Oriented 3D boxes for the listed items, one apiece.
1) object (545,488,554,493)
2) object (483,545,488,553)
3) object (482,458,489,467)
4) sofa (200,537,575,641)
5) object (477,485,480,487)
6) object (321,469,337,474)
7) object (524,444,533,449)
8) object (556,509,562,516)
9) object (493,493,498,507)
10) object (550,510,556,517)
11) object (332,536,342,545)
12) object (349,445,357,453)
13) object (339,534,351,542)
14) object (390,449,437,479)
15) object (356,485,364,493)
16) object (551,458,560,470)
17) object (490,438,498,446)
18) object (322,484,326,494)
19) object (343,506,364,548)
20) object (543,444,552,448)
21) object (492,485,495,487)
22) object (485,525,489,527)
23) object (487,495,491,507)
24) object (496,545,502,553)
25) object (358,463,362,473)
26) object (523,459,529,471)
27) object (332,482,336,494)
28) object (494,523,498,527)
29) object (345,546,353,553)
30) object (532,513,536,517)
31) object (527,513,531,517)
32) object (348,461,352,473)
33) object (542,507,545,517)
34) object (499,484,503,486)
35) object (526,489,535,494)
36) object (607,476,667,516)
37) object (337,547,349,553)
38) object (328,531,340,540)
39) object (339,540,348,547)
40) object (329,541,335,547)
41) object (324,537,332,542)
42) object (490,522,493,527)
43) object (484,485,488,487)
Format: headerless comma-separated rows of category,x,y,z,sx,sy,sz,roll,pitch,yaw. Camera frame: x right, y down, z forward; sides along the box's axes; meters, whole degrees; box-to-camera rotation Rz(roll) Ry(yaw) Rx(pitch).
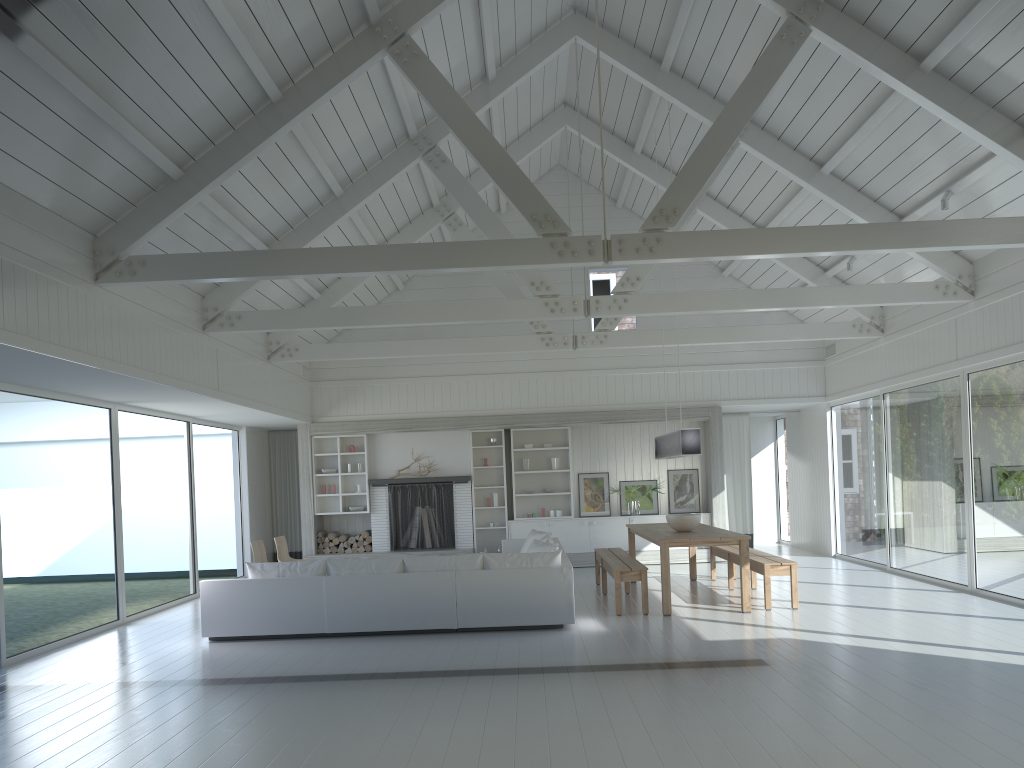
object,0.604,1.714,14.165,0.141,0.066,0.142,-2,-5,1
object,-0.426,2.640,14.047,0.137,0.130,0.137,-5,-4,43
object,-0.418,1.252,14.044,0.137,0.130,0.137,-5,-4,43
sofa,-1.127,2.191,10.227,3.476,0.737,4.149,-2,-6,1
object,-0.535,1.622,13.978,0.054,0.025,0.054,-2,-5,1
object,-2.908,1.392,14.004,0.242,0.072,0.243,-1,-6,-14
object,0.265,0.998,14.028,0.141,0.066,0.142,-2,-5,1
object,0.750,2.046,13.998,0.085,0.111,0.085,-4,-3,36
object,-0.262,1.845,14.043,0.072,0.211,0.071,-2,-1,0
object,0.657,2.065,14.068,0.092,0.095,0.090,-4,-3,35
object,-2.791,2.515,14.185,0.109,0.109,0.496,-2,-6,-1
object,-2.525,1.027,13.972,0.059,0.127,0.232,-1,-4,-44
object,-2.689,2.476,14.183,0.109,0.109,0.496,-2,-6,-1
object,-1.478,1.235,13.824,0.782,0.502,0.459,0,-4,-29
object,-2.423,1.661,13.978,0.137,0.130,0.137,-2,-3,-12
object,0.695,1.271,14.021,0.102,0.197,0.103,-1,-2,-44
object,-0.292,0.927,14.014,0.162,0.124,0.161,-5,-5,33
object,-2.980,1.651,13.991,0.054,0.196,0.054,-2,0,2
object,-2.553,2.289,14.145,0.341,0.643,0.614,-2,-3,-14
object,0.576,1.000,14.164,0.141,0.066,0.142,-2,-5,1
object,-0.296,1.624,14.082,0.054,0.025,0.054,-2,-5,1
object,-0.401,2.266,14.051,0.054,0.025,0.054,-2,-5,1
object,-0.369,1.857,14.047,0.054,0.196,0.054,-2,0,0
object,-0.207,2.631,14.043,0.137,0.130,0.137,-5,-4,43
object,-2.410,1.308,13.980,0.054,0.196,0.054,-2,0,2
object,0.227,1.291,14.029,0.102,0.197,0.103,-2,-1,1
object,-2.829,1.645,13.988,0.054,0.196,0.054,-2,0,2
object,-0.251,2.241,14.046,0.058,0.061,0.057,-2,-3,0
object,-2.580,2.672,14.198,0.134,0.146,0.550,-2,-6,1
object,0.345,2.091,14.045,0.058,0.061,0.057,-1,-3,-22
object,0.275,2.086,14.020,0.054,0.071,0.054,-1,-2,-20
object,-2.576,1.315,13.983,0.054,0.196,0.054,-2,0,2
object,0.499,2.017,14.032,0.054,0.196,0.054,-2,0,0
object,-0.177,1.625,14.135,0.054,0.025,0.054,-2,-5,1
object,0.293,1.712,14.029,0.141,0.066,0.142,-2,-5,1
object,1.984,1.751,13.817,0.971,0.629,0.624,-2,-3,-2
object,-2.709,2.643,14.192,0.105,0.115,0.519,-2,-6,0
object,-2.864,2.440,14.187,0.110,0.111,0.496,-2,-6,-1
object,-2.699,2.570,14.171,0.080,0.080,0.479,-2,-6,-1
object,-2.851,2.563,14.179,0.080,0.079,0.479,-2,-6,-1
object,-2.935,2.484,14.174,0.080,0.080,0.479,-2,-6,-1
object,-0.325,2.239,14.049,0.054,0.071,0.054,-2,-2,0
object,-0.415,1.623,14.030,0.054,0.025,0.054,-2,-5,1
